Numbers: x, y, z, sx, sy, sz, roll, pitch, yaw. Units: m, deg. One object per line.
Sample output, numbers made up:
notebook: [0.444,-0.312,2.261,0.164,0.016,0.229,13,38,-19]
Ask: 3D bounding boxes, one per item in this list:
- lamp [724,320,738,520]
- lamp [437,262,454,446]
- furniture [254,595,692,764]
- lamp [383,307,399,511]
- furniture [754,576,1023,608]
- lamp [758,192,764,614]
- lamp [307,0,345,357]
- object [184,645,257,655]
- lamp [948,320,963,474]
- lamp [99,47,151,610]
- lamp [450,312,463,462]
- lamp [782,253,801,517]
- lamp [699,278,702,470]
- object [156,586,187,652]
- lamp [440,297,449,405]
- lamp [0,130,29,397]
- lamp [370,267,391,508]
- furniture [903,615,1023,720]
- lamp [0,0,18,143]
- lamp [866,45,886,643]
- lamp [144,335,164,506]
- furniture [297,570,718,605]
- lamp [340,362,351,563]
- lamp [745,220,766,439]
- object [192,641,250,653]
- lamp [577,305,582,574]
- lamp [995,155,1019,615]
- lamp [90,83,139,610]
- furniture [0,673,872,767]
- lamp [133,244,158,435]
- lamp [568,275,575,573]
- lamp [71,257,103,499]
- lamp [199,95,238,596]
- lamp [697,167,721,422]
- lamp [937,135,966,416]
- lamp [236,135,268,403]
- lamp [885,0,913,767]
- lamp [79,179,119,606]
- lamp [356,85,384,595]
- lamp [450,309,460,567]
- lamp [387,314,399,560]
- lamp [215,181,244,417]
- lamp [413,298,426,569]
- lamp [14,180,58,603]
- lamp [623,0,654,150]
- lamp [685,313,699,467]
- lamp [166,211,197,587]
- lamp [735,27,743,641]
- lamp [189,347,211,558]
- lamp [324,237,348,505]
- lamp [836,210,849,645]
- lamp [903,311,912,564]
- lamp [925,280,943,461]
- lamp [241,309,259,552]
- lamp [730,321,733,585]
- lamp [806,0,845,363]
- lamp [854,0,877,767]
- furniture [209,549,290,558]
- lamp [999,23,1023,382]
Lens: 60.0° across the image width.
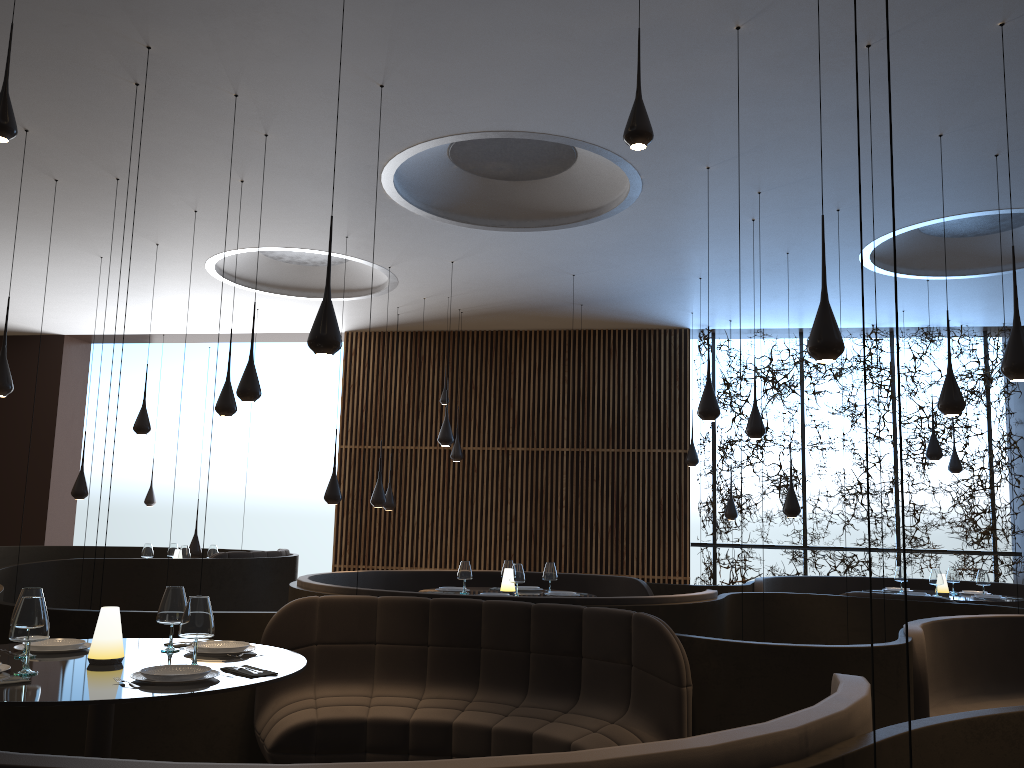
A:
lamp: [3.219,0.511,13.051,0.196,2.951,0.196,-6,-11,44]
lamp: [-0.748,-0.370,10.539,0.196,2.216,0.196,1,-8,4]
furniture: [-0.288,1.766,4.924,2.531,1.057,0.934,-1,-9,15]
lamp: [-1.712,0.337,12.808,0.196,2.951,0.196,2,-8,-5]
furniture: [4.693,2.738,9.651,3.792,1.043,3.896,4,-9,-14]
lamp: [2.220,1.317,7.843,0.196,6.254,0.196,-6,-11,44]
lamp: [-1.024,-1.258,5.119,0.196,2.216,0.196,7,-9,-35]
object: [-1.374,1.253,4.184,0.332,0.014,0.332,-7,-13,43]
lamp: [6.328,0.176,12.741,0.196,2.216,0.196,-4,-9,34]
lamp: [-2.543,0.821,5.582,0.196,6.254,0.196,2,-8,-5]
lamp: [-0.776,0.031,13.041,0.196,2.216,0.196,-4,-9,34]
lamp: [3.076,-0.016,9.818,0.196,2.951,0.196,1,-8,4]
lamp: [2.275,1.777,10.678,0.196,6.254,0.196,7,-9,-35]
object: [-1.602,1.109,4.186,0.142,0.294,0.142,0,-8,9]
lamp: [-0.907,-0.461,12.258,0.133,1.503,0.133,1,-8,4]
lamp: [-4.051,-1.001,7.197,0.196,2.216,0.196,-6,-11,44]
lamp: [-1.556,0.015,10.787,0.196,2.951,0.196,7,-9,-35]
furniture: [3.167,2.052,5.611,2.535,1.044,0.902,9,-11,-38]
lamp: [-2.251,-1.829,4.030,0.133,1.503,0.133,1,-8,4]
lamp: [2.224,0.909,5.323,0.196,6.254,0.196,-6,-11,44]
lamp: [-6.103,0.611,15.235,0.196,2.951,0.196,-4,-9,34]
furniture: [-0.103,2.414,8.307,3.791,1.114,3.893,4,-9,-15]
lamp: [-2.593,2.753,13.377,0.196,6.254,0.196,4,-8,-15]
lamp: [2.414,-0.561,8.827,0.196,2.216,0.196,-6,-11,44]
object: [-1.373,1.244,4.186,0.263,0.029,0.263,10,-12,-42]
lamp: [0.905,1.977,12.148,0.196,6.254,0.196,4,-8,-15]
lamp: [3.917,1.211,6.903,0.196,6.254,0.196,-2,-8,24]
lamp: [-2.840,0.896,6.096,0.196,6.254,0.196,2,-8,-5]
furniture: [-0.750,1.413,2.591,3.934,1.043,1.988,1,-9,6]
lamp: [-4.155,-0.523,10.166,0.196,2.216,0.196,-6,-11,44]
lamp: [0.690,1.735,10.687,0.196,6.254,0.196,7,-9,-35]
lamp: [-5.085,-0.096,10.700,0.196,2.951,0.196,-6,-11,44]
lamp: [-2.152,0.936,6.227,0.196,6.254,0.196,-4,-9,34]
lamp: [1.681,-0.786,7.583,0.196,2.216,0.196,-6,-11,44]
lamp: [3.349,-0.860,6.840,0.196,2.216,0.196,-6,-11,44]
lamp: [-2.058,-0.955,7.169,0.196,2.216,0.196,1,-8,4]
lamp: [0.894,0.339,2.024,0.196,6.254,0.196,7,-9,-35]
lamp: [-3.802,1.168,7.937,0.196,6.254,0.196,0,-8,14]
lamp: [-1.031,0.934,6.024,0.196,6.254,0.196,-6,-11,44]
lamp: [-0.856,2.004,12.611,0.196,6.254,0.196,-1,-8,17]
lamp: [-1.807,2.045,13.022,0.196,6.254,0.196,-1,-8,17]
lamp: [-2.563,-0.802,8.172,0.196,2.216,0.196,0,-8,14]
lamp: [-1.314,1.897,12.025,0.196,6.254,0.196,-4,-10,37]
lamp: [-4.415,1.162,8.007,0.196,6.254,0.196,-6,-11,44]
lamp: [0.567,-1.770,3.938,0.133,1.503,0.133,1,-8,4]
lamp: [2.584,0.068,12.708,0.196,2.216,0.196,-6,-11,44]
lamp: [-3.357,1.312,8.754,0.196,6.254,0.196,0,-8,14]
lamp: [1.338,0.858,5.160,0.196,6.254,0.196,-6,-11,44]
lamp: [-4.340,0.939,12.411,0.196,2.951,0.196,7,-9,-35]
lamp: [-1.878,-0.175,9.672,0.196,2.951,0.196,5,-9,-25]
lamp: [3.098,1.403,8.232,0.196,6.254,0.196,-6,-11,44]
lamp: [5.400,2.076,12.003,0.196,6.254,0.196,-4,-9,34]
lamp: [5.092,-0.177,10.772,0.196,2.216,0.196,2,-8,-5]
lamp: [-3.916,1.974,12.939,0.196,6.254,0.196,4,-8,-15]
lamp: [3.192,2.154,12.854,0.196,6.254,0.196,-4,-9,34]
lamp: [1.706,-1.218,4.883,0.196,2.216,0.196,-6,-11,44]
lamp: [0.940,1.052,2.289,0.196,6.254,0.196,7,-9,-35]
furniture: [-3.405,2.641,11.259,0.931,1.056,2.541,1,-9,5]
lamp: [2.989,-1.117,5.314,0.196,2.216,0.196,-6,-11,44]
